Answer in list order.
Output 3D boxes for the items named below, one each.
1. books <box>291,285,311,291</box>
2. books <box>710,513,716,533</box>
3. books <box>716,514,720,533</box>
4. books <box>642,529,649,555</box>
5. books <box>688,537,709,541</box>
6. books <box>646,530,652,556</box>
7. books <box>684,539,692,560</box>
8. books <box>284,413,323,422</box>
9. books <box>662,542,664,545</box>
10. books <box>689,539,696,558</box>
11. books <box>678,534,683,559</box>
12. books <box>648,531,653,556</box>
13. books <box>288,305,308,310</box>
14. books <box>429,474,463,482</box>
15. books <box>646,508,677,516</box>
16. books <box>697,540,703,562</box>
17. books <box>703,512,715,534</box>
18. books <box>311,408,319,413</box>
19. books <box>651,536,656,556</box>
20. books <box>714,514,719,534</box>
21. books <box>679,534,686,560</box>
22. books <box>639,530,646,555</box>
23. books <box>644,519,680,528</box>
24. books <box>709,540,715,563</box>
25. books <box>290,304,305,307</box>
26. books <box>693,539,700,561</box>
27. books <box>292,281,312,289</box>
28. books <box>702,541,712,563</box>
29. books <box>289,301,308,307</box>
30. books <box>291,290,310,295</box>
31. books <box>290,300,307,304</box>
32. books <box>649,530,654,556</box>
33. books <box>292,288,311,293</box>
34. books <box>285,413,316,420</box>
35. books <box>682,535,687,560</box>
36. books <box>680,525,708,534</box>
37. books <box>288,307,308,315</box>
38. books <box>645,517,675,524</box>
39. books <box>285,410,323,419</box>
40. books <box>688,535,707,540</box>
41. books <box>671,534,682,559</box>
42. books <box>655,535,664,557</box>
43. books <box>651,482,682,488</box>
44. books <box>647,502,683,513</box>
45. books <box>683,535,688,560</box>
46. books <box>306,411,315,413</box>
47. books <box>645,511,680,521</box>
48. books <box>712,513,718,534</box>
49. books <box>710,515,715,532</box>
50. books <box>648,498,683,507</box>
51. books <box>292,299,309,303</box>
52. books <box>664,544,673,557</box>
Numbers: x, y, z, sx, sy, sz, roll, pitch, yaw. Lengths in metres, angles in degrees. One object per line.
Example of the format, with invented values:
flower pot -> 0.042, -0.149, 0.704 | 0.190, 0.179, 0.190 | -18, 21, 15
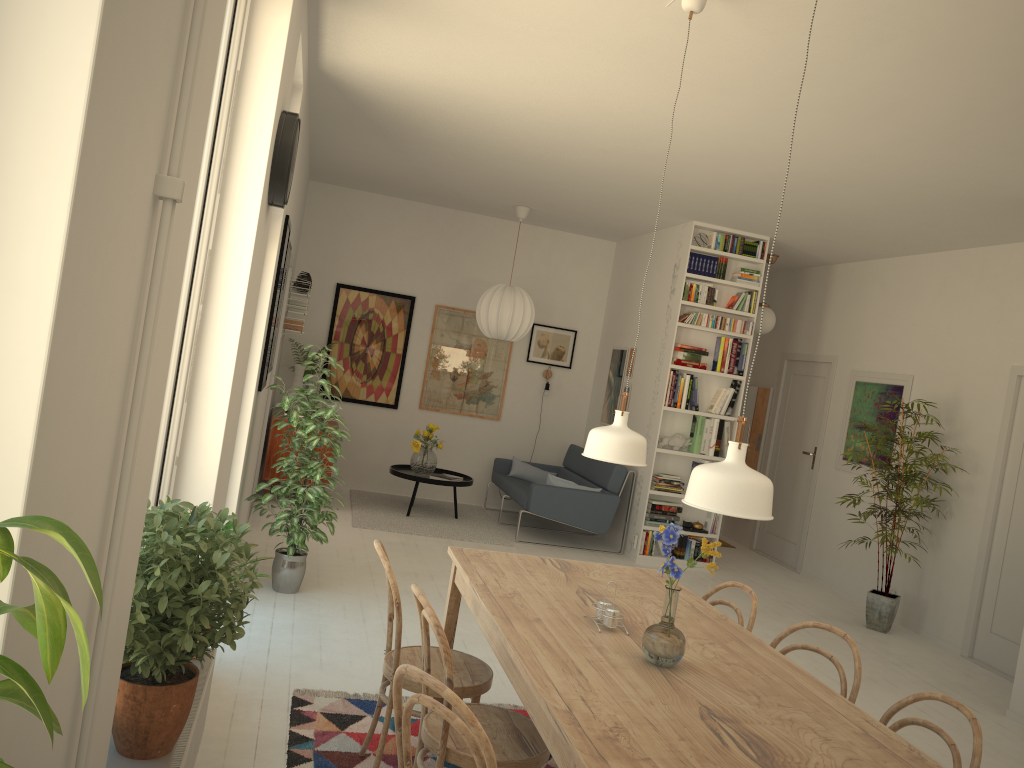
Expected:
books -> -1.869, -0.851, 7.850 | 0.155, 0.024, 0.136 | 9, 2, -20
books -> 1.721, 1.155, 7.658 | 0.033, 0.258, 0.130 | 9, 1, -13
books -> 1.753, 1.158, 7.672 | 0.011, 0.256, 0.139 | 9, 1, -13
books -> 1.107, 1.335, 7.547 | 0.026, 0.206, 0.187 | 9, 1, -13
books -> 1.586, 1.326, 7.657 | 0.193, 0.012, 0.130 | 9, 2, -13
books -> 1.132, 1.336, 7.548 | 0.020, 0.211, 0.185 | 9, 1, -13
books -> 1.476, 1.405, 7.649 | 0.044, 0.179, 0.224 | 9, 1, -13
books -> -1.771, 0.286, 7.533 | 0.320, 0.020, 0.237 | 9, 2, -17
books -> 1.278, 1.366, 7.578 | 0.118, 0.192, 0.118 | 9, 1, -13
books -> 1.512, 1.412, 7.652 | 0.032, 0.176, 0.222 | 9, 1, -13
books -> 1.409, 1.376, 7.624 | 0.015, 0.214, 0.202 | 9, 1, -13
books -> 1.144, 1.339, 7.565 | 0.012, 0.206, 0.194 | 9, 1, -13
books -> -1.966, -0.700, 8.148 | 0.168, 0.021, 0.197 | 9, 2, -11
books -> -0.585, 0.844, 7.934 | 0.200, 0.031, 0.289 | 10, 2, 21
books -> 1.263, 1.087, 7.570 | 0.247, 0.039, 0.143 | 9, 2, -16
books -> 1.594, 1.428, 7.686 | 0.050, 0.170, 0.221 | 9, 1, -13
books -> 1.695, 1.149, 7.686 | 0.034, 0.257, 0.209 | 9, 1, -13
books -> -1.877, 0.231, 8.146 | 0.368, 0.020, 0.255 | 9, 2, -11
books -> 1.179, 1.341, 7.558 | 0.010, 0.215, 0.194 | 9, 1, -13
books -> 1.743, 1.156, 7.679 | 0.007, 0.257, 0.181 | 9, 1, -13
books -> 1.427, 1.379, 7.615 | 0.015, 0.214, 0.202 | 9, 1, -13
books -> 1.074, 1.334, 7.543 | 0.039, 0.199, 0.185 | 9, 1, -13
books -> 1.264, 1.190, 7.592 | 0.297, 0.038, 0.204 | 9, 2, -8
books -> 1.689, 1.440, 7.706 | 0.032, 0.176, 0.230 | 9, 1, -13
books -> -1.967, -0.716, 8.163 | 0.147, 0.012, 0.195 | 9, 2, -16
books -> 1.550, 1.425, 7.661 | 0.048, 0.163, 0.209 | 9, 1, -13
books -> -1.852, -0.878, 7.847 | 0.178, 0.036, 0.145 | 9, 2, -20
books -> 1.651, 1.433, 7.678 | 0.056, 0.180, 0.202 | 9, 1, -13
books -> -1.958, -0.732, 8.149 | 0.173, 0.023, 0.190 | 9, 2, -14
books -> -1.876, -0.806, 7.856 | 0.159, 0.028, 0.147 | 9, 2, -16
books -> -1.954, -0.749, 8.156 | 0.153, 0.013, 0.197 | 9, 2, -11
books -> 1.161, 1.337, 7.569 | 0.021, 0.215, 0.174 | 9, 1, -13
books -> -1.865, -0.828, 7.859 | 0.158, 0.019, 0.131 | 9, 2, -11
books -> -1.777, 0.268, 7.530 | 0.296, 0.015, 0.240 | 9, 2, -14
books -> 1.439, 1.381, 7.626 | 0.015, 0.214, 0.202 | 9, 1, -13
books -> 1.552, 1.246, 7.593 | 0.214, 0.023, 0.130 | 9, 2, -13
books -> -1.967, -0.671, 8.157 | 0.179, 0.037, 0.190 | 9, 2, -14
books -> 1.246, 1.152, 7.586 | 0.241, 0.024, 0.168 | 9, 2, -18
books -> -1.764, 0.255, 7.532 | 0.311, 0.015, 0.192 | 9, 2, -10
books -> 1.578, 1.316, 7.636 | 0.165, 0.006, 0.103 | 9, 2, -13
books -> 1.396, 1.374, 7.613 | 0.015, 0.214, 0.202 | 9, 1, -13
books -> 1.248, 1.358, 7.577 | 0.135, 0.200, 0.134 | 9, 1, -13
books -> 1.311, 0.857, 7.568 | 0.250, 0.008, 0.135 | 9, 2, -17
books -> 1.287, 1.047, 7.575 | 0.285, 0.047, 0.185 | 9, 2, -13
books -> 1.453, 1.383, 7.634 | 0.015, 0.214, 0.202 | 9, 1, -13
books -> -1.892, 0.249, 8.137 | 0.371, 0.022, 0.259 | 9, 2, -13
books -> 1.262, 1.123, 7.572 | 0.297, 0.039, 0.165 | 9, 2, -18
books -> 1.733, 1.154, 7.689 | 0.008, 0.256, 0.184 | 9, 1, -13
books -> 1.704, 1.151, 7.690 | 0.030, 0.256, 0.198 | 9, 1, -13
books -> 1.293, 1.010, 7.590 | 0.297, 0.024, 0.162 | 9, 2, -22
books -> -1.946, -0.762, 8.155 | 0.147, 0.016, 0.195 | 9, 2, -16
books -> 1.307, 1.374, 7.591 | 0.131, 0.188, 0.136 | 9, 1, -13
